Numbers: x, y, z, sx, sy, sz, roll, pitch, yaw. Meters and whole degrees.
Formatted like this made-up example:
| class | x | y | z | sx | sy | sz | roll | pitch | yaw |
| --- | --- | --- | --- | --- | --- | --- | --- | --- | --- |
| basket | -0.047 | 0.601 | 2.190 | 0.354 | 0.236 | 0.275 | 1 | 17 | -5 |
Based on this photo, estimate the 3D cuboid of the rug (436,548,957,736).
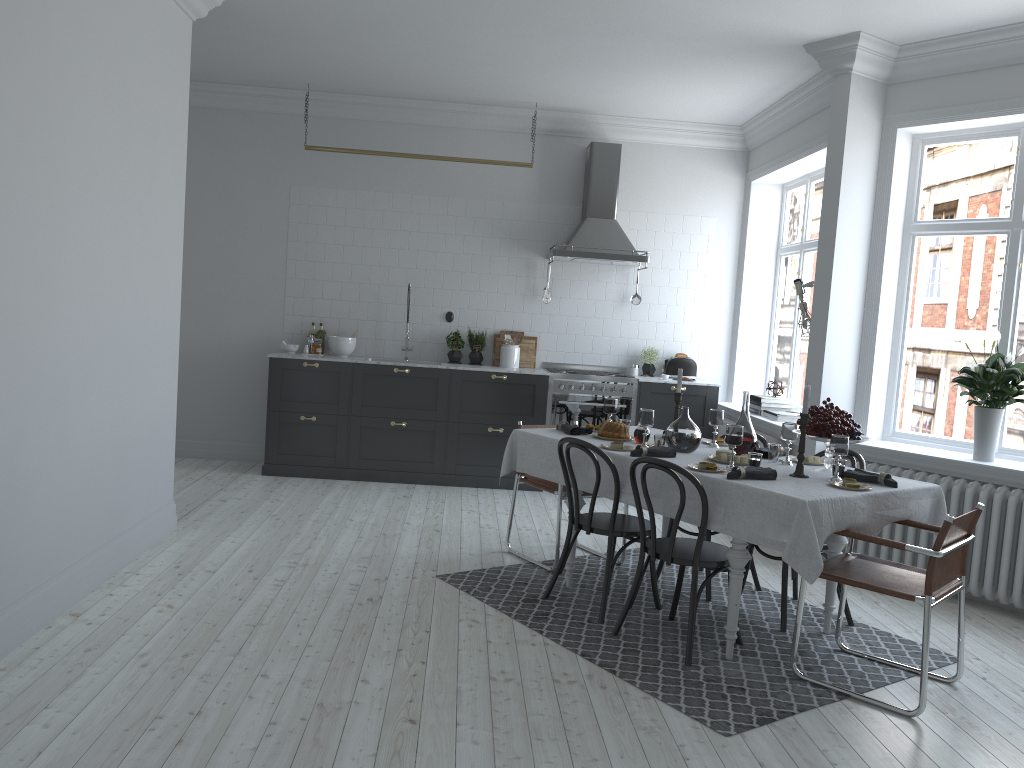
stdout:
| class | x | y | z | sx | sy | sz | roll | pitch | yaw |
| --- | --- | --- | --- | --- | --- | --- | --- | --- | --- |
| rug | 0.868 | 1.198 | 4.657 | 1.701 | 0.021 | 2.166 | 1 | 5 | -35 |

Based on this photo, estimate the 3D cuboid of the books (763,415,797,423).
| class | x | y | z | sx | sy | sz | roll | pitch | yaw |
| --- | --- | --- | --- | --- | --- | --- | --- | --- | --- |
| books | 2.147 | 0.273 | 6.958 | 0.254 | 0.019 | 0.343 | 4 | 4 | -3 |

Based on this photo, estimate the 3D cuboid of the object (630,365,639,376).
| class | x | y | z | sx | sy | sz | roll | pitch | yaw |
| --- | --- | --- | --- | --- | --- | --- | --- | --- | --- |
| object | 1.129 | -0.127 | 8.161 | 0.072 | 0.095 | 0.072 | 8 | 6 | 42 |

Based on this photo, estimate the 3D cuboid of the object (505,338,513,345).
| class | x | y | z | sx | sy | sz | roll | pitch | yaw |
| --- | --- | --- | --- | --- | --- | --- | --- | --- | --- |
| object | -0.054 | -0.282 | 7.989 | 0.054 | 0.262 | 0.149 | 2 | 5 | -28 |

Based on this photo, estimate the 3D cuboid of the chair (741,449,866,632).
| class | x | y | z | sx | sy | sz | roll | pitch | yaw |
| --- | --- | --- | --- | --- | --- | --- | --- | --- | --- |
| chair | 1.550 | 0.796 | 4.735 | 0.564 | 0.909 | 0.463 | 2 | 5 | -25 |

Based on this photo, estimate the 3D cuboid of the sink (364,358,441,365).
| class | x | y | z | sx | sy | sz | roll | pitch | yaw |
| --- | --- | --- | --- | --- | --- | --- | --- | --- | --- |
| sink | -0.965 | -0.097 | 7.817 | 0.669 | 0.203 | 0.384 | 4 | 4 | -3 |

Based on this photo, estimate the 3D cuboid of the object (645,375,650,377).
| class | x | y | z | sx | sy | sz | roll | pitch | yaw |
| --- | --- | --- | --- | --- | --- | --- | --- | --- | --- |
| object | 1.203 | -0.077 | 8.079 | 0.091 | 0.018 | 0.062 | 4 | 4 | -6 |

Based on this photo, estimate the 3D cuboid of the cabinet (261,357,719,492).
| class | x | y | z | sx | sy | sz | roll | pitch | yaw |
| --- | --- | --- | --- | --- | --- | --- | --- | --- | --- |
| cabinet | -0.173 | 0.377 | 7.929 | 3.897 | 1.012 | 0.646 | 4 | 4 | -3 |

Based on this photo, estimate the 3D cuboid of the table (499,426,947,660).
| class | x | y | z | sx | sy | sz | roll | pitch | yaw |
| --- | --- | --- | --- | --- | --- | --- | --- | --- | --- |
| table | 0.983 | 0.787 | 4.718 | 1.210 | 0.842 | 2.179 | 1 | 5 | -36 |

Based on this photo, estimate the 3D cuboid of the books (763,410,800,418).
| class | x | y | z | sx | sy | sz | roll | pitch | yaw |
| --- | --- | --- | --- | --- | --- | --- | --- | --- | --- |
| books | 2.159 | 0.238 | 6.959 | 0.274 | 0.016 | 0.341 | 4 | 4 | -2 |

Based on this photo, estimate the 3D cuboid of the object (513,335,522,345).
| class | x | y | z | sx | sy | sz | roll | pitch | yaw |
| --- | --- | --- | --- | --- | --- | --- | --- | --- | --- |
| object | 0.017 | -0.299 | 8.059 | 0.131 | 0.296 | 0.056 | 2 | 5 | -24 |

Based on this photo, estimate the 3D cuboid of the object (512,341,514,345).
| class | x | y | z | sx | sy | sz | roll | pitch | yaw |
| --- | --- | --- | --- | --- | --- | --- | --- | --- | --- |
| object | 0.007 | -0.277 | 8.063 | 0.050 | 0.247 | 0.114 | 0 | 6 | -38 |

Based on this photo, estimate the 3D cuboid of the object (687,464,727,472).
| class | x | y | z | sx | sy | sz | roll | pitch | yaw |
| --- | --- | --- | --- | --- | --- | --- | --- | --- | --- |
| object | 0.919 | 0.399 | 4.180 | 0.182 | 0.013 | 0.182 | 5 | 4 | 12 |

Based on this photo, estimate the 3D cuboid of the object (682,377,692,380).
| class | x | y | z | sx | sy | sz | roll | pitch | yaw |
| --- | --- | --- | --- | --- | --- | --- | --- | --- | --- |
| object | 1.542 | -0.048 | 7.904 | 0.119 | 0.031 | 0.074 | 6 | 5 | 29 |

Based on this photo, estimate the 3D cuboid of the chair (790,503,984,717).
| class | x | y | z | sx | sy | sz | roll | pitch | yaw |
| --- | --- | --- | --- | --- | --- | --- | --- | --- | --- |
| chair | 1.641 | 0.904 | 3.887 | 0.593 | 0.837 | 0.546 | 8 | 6 | 42 |

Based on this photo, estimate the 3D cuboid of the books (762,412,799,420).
| class | x | y | z | sx | sy | sz | roll | pitch | yaw |
| --- | --- | --- | --- | --- | --- | --- | --- | --- | --- |
| books | 2.149 | 0.254 | 6.962 | 0.254 | 0.019 | 0.337 | 4 | 4 | -5 |

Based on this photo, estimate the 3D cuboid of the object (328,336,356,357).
| class | x | y | z | sx | sy | sz | roll | pitch | yaw |
| --- | --- | --- | --- | --- | --- | --- | --- | --- | --- |
| object | -1.529 | -0.336 | 7.969 | 0.247 | 0.175 | 0.247 | 5 | 4 | 10 |

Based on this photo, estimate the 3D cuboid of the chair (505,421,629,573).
| class | x | y | z | sx | sy | sz | roll | pitch | yaw |
| --- | --- | --- | --- | --- | --- | --- | --- | --- | --- |
| chair | 0.354 | 0.686 | 5.562 | 0.546 | 0.837 | 0.593 | 1 | 5 | -32 |

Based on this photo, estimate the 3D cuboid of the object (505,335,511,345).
| class | x | y | z | sx | sy | sz | roll | pitch | yaw |
| --- | --- | --- | --- | --- | --- | --- | --- | --- | --- |
| object | -0.018 | -0.298 | 8.029 | 0.064 | 0.290 | 0.141 | 1 | 5 | -30 |

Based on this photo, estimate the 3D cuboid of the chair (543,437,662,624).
| class | x | y | z | sx | sy | sz | roll | pitch | yaw |
| --- | --- | --- | --- | --- | --- | --- | --- | --- | --- |
| chair | 0.495 | 0.726 | 4.689 | 0.564 | 0.909 | 0.463 | 0 | 6 | -40 |

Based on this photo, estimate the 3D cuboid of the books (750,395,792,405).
| class | x | y | z | sx | sy | sz | roll | pitch | yaw |
| --- | --- | --- | --- | --- | --- | --- | --- | --- | --- |
| books | 2.139 | 0.128 | 7.331 | 0.259 | 0.038 | 0.325 | 4 | 4 | -1 |

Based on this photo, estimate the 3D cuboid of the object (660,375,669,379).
| class | x | y | z | sx | sy | sz | roll | pitch | yaw |
| --- | --- | --- | --- | --- | --- | --- | --- | --- | --- |
| object | 1.350 | -0.060 | 7.817 | 0.072 | 0.040 | 0.070 | 3 | 4 | -11 |

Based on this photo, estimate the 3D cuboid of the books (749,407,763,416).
| class | x | y | z | sx | sy | sz | roll | pitch | yaw |
| --- | --- | --- | --- | --- | --- | --- | --- | --- | --- |
| books | 2.134 | 0.231 | 7.327 | 0.259 | 0.044 | 0.351 | 4 | 4 | -1 |

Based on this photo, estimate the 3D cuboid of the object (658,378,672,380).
| class | x | y | z | sx | sy | sz | roll | pitch | yaw |
| --- | --- | --- | --- | --- | --- | --- | --- | --- | --- |
| object | 1.350 | -0.041 | 7.819 | 0.126 | 0.008 | 0.126 | 6 | 5 | 23 |

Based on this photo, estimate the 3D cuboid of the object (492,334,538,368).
| class | x | y | z | sx | sy | sz | roll | pitch | yaw |
| --- | --- | --- | --- | --- | --- | --- | --- | --- | --- |
| object | 0.026 | -0.303 | 8.192 | 0.400 | 0.290 | 0.030 | 4 | 4 | -3 |

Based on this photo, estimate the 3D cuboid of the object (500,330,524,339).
| class | x | y | z | sx | sy | sz | roll | pitch | yaw |
| --- | --- | --- | --- | --- | --- | --- | --- | --- | --- |
| object | -0.008 | -0.322 | 8.156 | 0.220 | 0.330 | 0.041 | 4 | 4 | -3 |

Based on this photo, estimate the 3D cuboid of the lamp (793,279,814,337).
| class | x | y | z | sx | sy | sz | roll | pitch | yaw |
| --- | --- | --- | --- | --- | --- | --- | --- | --- | --- |
| lamp | 1.993 | -0.219 | 5.986 | 0.131 | 0.977 | 0.312 | 2 | 5 | -29 |

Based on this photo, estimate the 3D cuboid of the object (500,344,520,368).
| class | x | y | z | sx | sy | sz | roll | pitch | yaw |
| --- | --- | --- | --- | --- | --- | --- | --- | --- | --- |
| object | -0.019 | -0.251 | 8.022 | 0.174 | 0.208 | 0.174 | 3 | 4 | -8 |

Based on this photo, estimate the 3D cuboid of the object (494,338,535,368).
| class | x | y | z | sx | sy | sz | roll | pitch | yaw |
| --- | --- | --- | --- | --- | --- | --- | --- | --- | --- |
| object | 0.024 | -0.284 | 8.137 | 0.360 | 0.261 | 0.053 | 4 | 4 | -3 |

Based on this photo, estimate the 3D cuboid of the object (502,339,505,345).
| class | x | y | z | sx | sy | sz | roll | pitch | yaw |
| --- | --- | --- | --- | --- | --- | --- | --- | --- | --- |
| object | -0.048 | -0.279 | 8.013 | 0.117 | 0.251 | 0.061 | 6 | 5 | 26 |

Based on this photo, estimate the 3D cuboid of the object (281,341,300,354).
| class | x | y | z | sx | sy | sz | roll | pitch | yaw |
| --- | --- | --- | --- | --- | --- | --- | --- | --- | --- |
| object | -1.976 | -0.330 | 7.908 | 0.159 | 0.110 | 0.172 | 3 | 4 | -8 |

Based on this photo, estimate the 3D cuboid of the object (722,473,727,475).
| class | x | y | z | sx | sy | sz | roll | pitch | yaw |
| --- | --- | --- | --- | --- | --- | --- | --- | --- | --- |
| object | 1.019 | 0.411 | 4.113 | 0.131 | 0.012 | 0.031 | 1 | 5 | -36 |

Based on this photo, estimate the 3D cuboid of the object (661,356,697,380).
| class | x | y | z | sx | sy | sz | roll | pitch | yaw |
| --- | --- | --- | --- | --- | --- | --- | --- | --- | --- |
| object | 1.542 | -0.155 | 8.167 | 0.326 | 0.207 | 0.219 | 4 | 4 | 2 |

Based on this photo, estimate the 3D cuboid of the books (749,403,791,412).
| class | x | y | z | sx | sy | sz | roll | pitch | yaw |
| --- | --- | --- | --- | --- | --- | --- | --- | --- | --- |
| books | 2.127 | 0.193 | 7.335 | 0.259 | 0.031 | 0.328 | 4 | 4 | -5 |

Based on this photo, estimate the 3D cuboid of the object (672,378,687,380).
| class | x | y | z | sx | sy | sz | roll | pitch | yaw |
| --- | --- | --- | --- | --- | --- | --- | --- | --- | --- |
| object | 1.503 | -0.041 | 7.867 | 0.209 | 0.008 | 0.018 | 7 | 5 | 32 |

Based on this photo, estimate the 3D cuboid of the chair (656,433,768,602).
| class | x | y | z | sx | sy | sz | roll | pitch | yaw |
| --- | --- | --- | --- | --- | --- | --- | --- | --- | --- |
| chair | 1.189 | 0.736 | 5.183 | 0.564 | 0.909 | 0.463 | 0 | 6 | -40 |

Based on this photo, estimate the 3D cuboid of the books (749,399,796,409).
| class | x | y | z | sx | sy | sz | roll | pitch | yaw |
| --- | --- | --- | --- | --- | --- | --- | --- | --- | --- |
| books | 2.141 | 0.164 | 7.322 | 0.287 | 0.031 | 0.351 | 4 | 4 | -3 |

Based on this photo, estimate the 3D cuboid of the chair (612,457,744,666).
| class | x | y | z | sx | sy | sz | roll | pitch | yaw |
| --- | --- | --- | --- | --- | --- | --- | --- | --- | --- |
| chair | 0.810 | 0.784 | 4.217 | 0.564 | 0.909 | 0.463 | 0 | 6 | -45 |

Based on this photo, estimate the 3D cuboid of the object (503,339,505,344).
| class | x | y | z | sx | sy | sz | roll | pitch | yaw |
| --- | --- | --- | --- | --- | --- | --- | --- | --- | --- |
| object | -0.027 | -0.280 | 8.058 | 0.118 | 0.250 | 0.033 | 4 | 4 | -3 |

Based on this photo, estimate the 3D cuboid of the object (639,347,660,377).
| class | x | y | z | sx | sy | sz | roll | pitch | yaw |
| --- | --- | --- | --- | --- | --- | --- | --- | --- | --- |
| object | 1.262 | -0.211 | 8.146 | 0.210 | 0.283 | 0.220 | 5 | 4 | 9 |
